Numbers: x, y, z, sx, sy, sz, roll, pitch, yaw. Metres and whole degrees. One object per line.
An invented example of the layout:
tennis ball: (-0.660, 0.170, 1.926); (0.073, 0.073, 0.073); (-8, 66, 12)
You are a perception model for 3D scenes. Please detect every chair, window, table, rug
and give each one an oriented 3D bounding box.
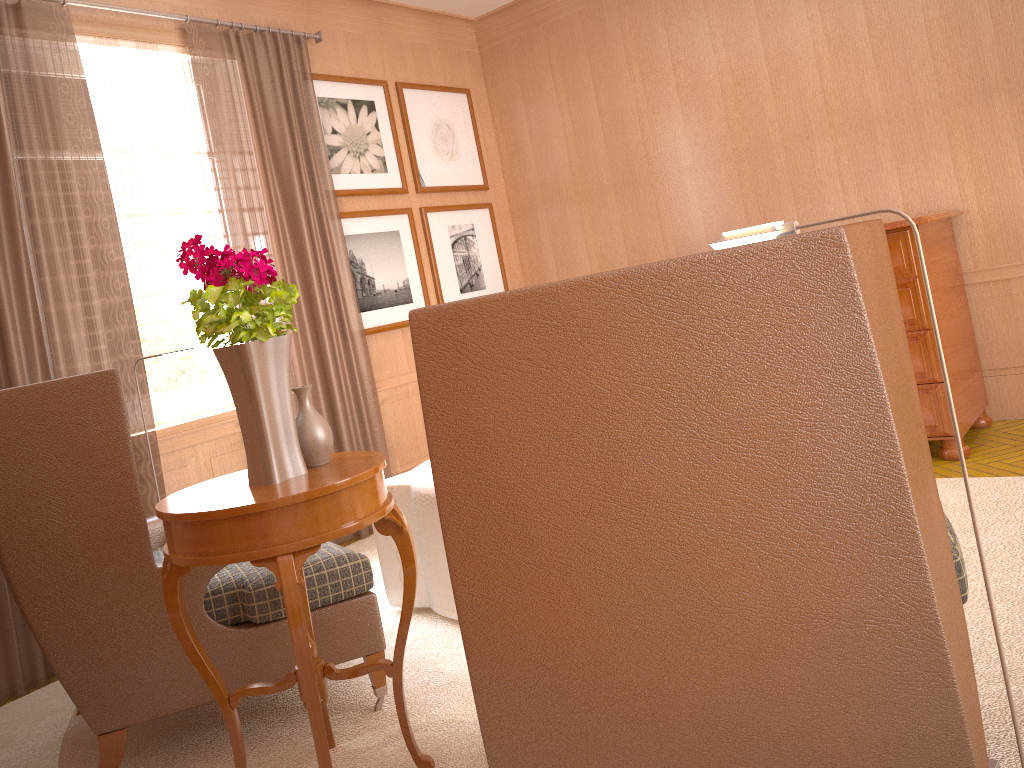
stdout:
chair: (-1.939, 0.856, 4.947); (1.737, 1.976, 1.896); (-12, 3, -27)
window: (-3.193, -1.272, 7.463); (0.837, 3.383, 2.464); (-11, 1, 38)
table: (-0.902, 1.086, 3.786); (0.937, 1.374, 1.027); (-12, 2, -44)
rug: (0.878, 1.366, 4.531); (7.877, 0.020, 6.081); (-6, 8, 38)
chair: (0.614, 0.569, 2.967); (1.900, 1.976, 1.734); (-10, 2, 13)

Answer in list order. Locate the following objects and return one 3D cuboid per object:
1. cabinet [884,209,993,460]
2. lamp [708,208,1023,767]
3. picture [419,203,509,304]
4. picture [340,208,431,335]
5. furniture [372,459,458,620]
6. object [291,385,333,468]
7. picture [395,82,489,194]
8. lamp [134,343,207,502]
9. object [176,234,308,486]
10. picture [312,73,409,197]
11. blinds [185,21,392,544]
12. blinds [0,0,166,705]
cabinet: (2.735, -0.363, 8.165); (2.738, 1.945, 1.434); (-8, 3, 38)
lamp: (1.198, 0.420, 3.024); (0.627, 2.035, 0.565); (-11, 0, 9)
picture: (-0.510, -1.452, 10.152); (0.047, 1.250, 1.266); (-12, 2, 38)
picture: (-1.353, -1.168, 9.037); (0.047, 1.250, 1.266); (-12, 2, 38)
furniture: (0.290, 0.845, 6.073); (1.931, 0.900, 1.977); (-8, 6, 35)
object: (-0.910, 0.188, 3.953); (0.187, 0.358, 0.185); (-11, 1, -19)
picture: (-0.779, -2.836, 10.173); (0.047, 1.250, 1.266); (-12, 2, 38)
lamp: (-2.077, 0.765, 5.794); (0.630, 2.030, 0.563); (-11, 0, 0)
object: (-1.110, -0.129, 3.802); (0.451, 1.091, 0.531); (-11, 0, 37)
picture: (-1.623, -2.552, 9.058); (0.047, 1.250, 1.266); (-12, 2, 38)
blinds: (-1.966, -0.897, 8.042); (0.263, 4.797, 1.463); (-12, -1, 37)
blinds: (-3.357, -0.422, 6.198); (0.263, 4.807, 1.444); (-12, -1, 40)
